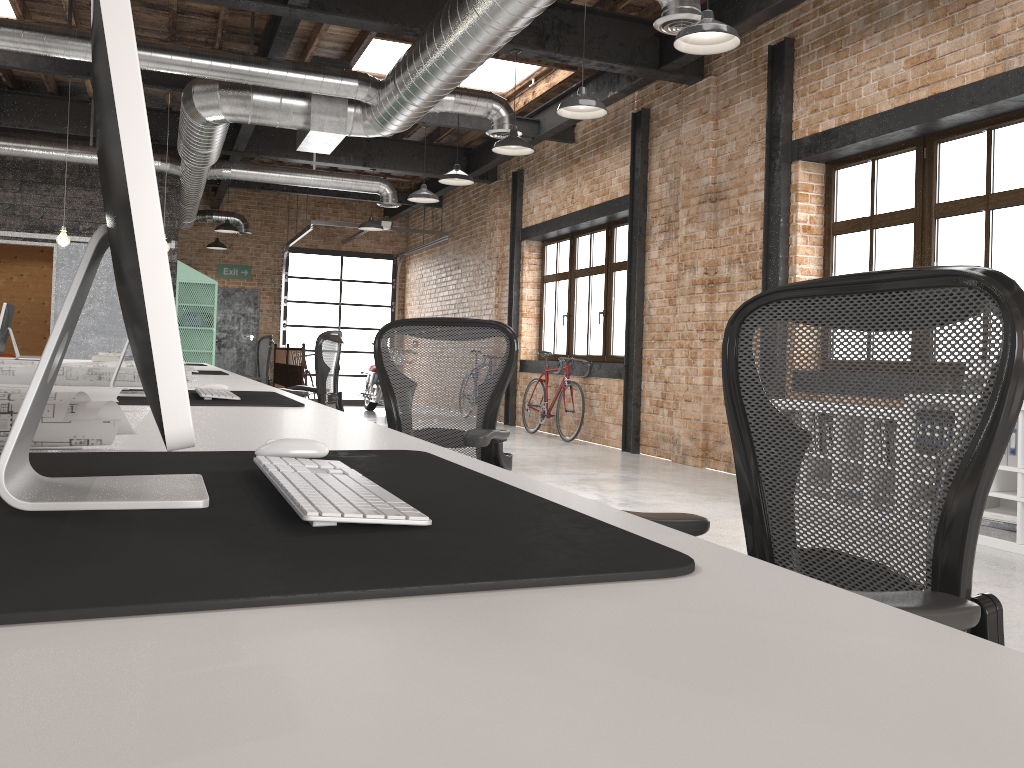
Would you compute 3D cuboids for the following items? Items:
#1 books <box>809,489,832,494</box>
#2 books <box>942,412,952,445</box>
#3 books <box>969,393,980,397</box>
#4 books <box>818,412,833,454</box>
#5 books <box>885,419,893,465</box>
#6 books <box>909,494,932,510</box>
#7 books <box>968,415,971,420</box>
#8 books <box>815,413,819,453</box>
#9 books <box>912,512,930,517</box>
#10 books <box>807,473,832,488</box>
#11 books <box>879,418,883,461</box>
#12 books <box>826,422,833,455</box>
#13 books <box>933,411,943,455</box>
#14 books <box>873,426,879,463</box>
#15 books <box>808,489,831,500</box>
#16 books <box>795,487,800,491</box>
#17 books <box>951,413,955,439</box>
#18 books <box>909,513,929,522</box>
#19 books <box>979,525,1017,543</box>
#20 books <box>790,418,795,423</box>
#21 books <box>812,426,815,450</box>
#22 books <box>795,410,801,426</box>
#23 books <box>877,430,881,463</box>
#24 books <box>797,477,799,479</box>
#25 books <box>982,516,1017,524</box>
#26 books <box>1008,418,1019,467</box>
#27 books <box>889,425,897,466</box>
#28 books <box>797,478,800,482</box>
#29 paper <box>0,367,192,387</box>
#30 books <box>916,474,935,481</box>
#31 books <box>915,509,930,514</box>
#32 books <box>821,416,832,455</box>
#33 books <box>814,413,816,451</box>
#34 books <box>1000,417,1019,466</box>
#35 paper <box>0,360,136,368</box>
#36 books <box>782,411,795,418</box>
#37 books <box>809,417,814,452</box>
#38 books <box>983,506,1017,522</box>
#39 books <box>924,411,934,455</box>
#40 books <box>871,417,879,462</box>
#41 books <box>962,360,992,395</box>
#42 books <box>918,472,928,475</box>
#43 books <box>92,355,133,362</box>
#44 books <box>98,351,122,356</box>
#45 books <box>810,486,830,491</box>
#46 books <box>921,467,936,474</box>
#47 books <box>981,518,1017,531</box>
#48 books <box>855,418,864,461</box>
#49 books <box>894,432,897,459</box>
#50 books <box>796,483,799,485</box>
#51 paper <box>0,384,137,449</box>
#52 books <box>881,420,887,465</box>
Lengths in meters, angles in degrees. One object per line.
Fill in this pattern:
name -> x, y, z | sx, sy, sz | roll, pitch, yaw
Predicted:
books -> 2.215, 0.727, 6.089 | 0.219, 0.034, 0.260 | 1, 2, -22
books -> 2.620, 0.298, 5.168 | 0.232, 0.261, 0.062 | 2, -1, -22
books -> 2.744, 0.070, 4.969 | 0.174, 0.021, 0.273 | 1, 2, -22
books -> 2.248, 0.324, 6.145 | 0.271, 0.355, 0.063 | 2, -1, -17
books -> 2.463, 0.349, 5.559 | 0.271, 0.355, 0.063 | 2, -1, -17
books -> 2.534, 0.708, 5.241 | 0.217, 0.078, 0.291 | 1, 2, -22
books -> 2.688, 0.304, 5.014 | 0.232, 0.261, 0.062 | 2, -1, -22
books -> 2.237, 0.324, 6.173 | 0.259, 0.353, 0.070 | 2, -1, -17
books -> 2.535, 0.763, 5.225 | 0.219, 0.034, 0.260 | 1, 2, -22
books -> 2.215, 0.672, 6.104 | 0.217, 0.078, 0.291 | 1, 2, -22
books -> 2.442, 0.346, 5.608 | 0.258, 0.355, 0.049 | 2, -1, -17
books -> 2.249, 0.384, 6.074 | 0.197, 0.240, 0.058 | 2, -1, -17
books -> 2.596, 0.295, 5.228 | 0.232, 0.261, 0.062 | 2, -1, -22
books -> 2.390, 0.390, 5.640 | 0.182, 0.262, 0.056 | 2, -1, -17
books -> 2.208, 0.753, 6.094 | 0.206, 0.061, 0.274 | 1, 2, -22
books -> 2.115, 0.745, 6.400 | 0.184, 0.049, 0.261 | 1, 2, -21
books -> 2.643, 0.300, 5.108 | 0.232, 0.261, 0.062 | 2, -1, -22
books -> 2.528, 0.789, 5.231 | 0.206, 0.061, 0.274 | 1, 2, -22
books -> 2.713, 0.802, 4.837 | 0.217, 0.072, 0.290 | 1, 2, -22
books -> 2.094, 0.367, 6.484 | 0.197, 0.240, 0.058 | 2, -1, -17
books -> 2.179, 0.378, 6.196 | 0.162, 0.240, 0.054 | 2, -1, -17
books -> 2.168, 0.316, 6.387 | 0.259, 0.351, 0.065 | 2, -1, -17
books -> 2.394, 0.402, 5.609 | 0.162, 0.240, 0.054 | 2, -1, -17
books -> 2.138, 0.656, 6.382 | 0.198, 0.055, 0.240 | 1, 2, -21
books -> 2.718, 0.725, 4.824 | 0.219, 0.039, 0.260 | 1, 2, -22
books -> 2.783, 0.314, 4.774 | 0.232, 0.261, 0.062 | 2, -1, -22
books -> 2.455, 0.385, 5.521 | 0.221, 0.283, 0.061 | 2, -1, -17
books -> 2.132, 0.688, 6.406 | 0.222, 0.055, 0.282 | 1, 2, -21
paper -> -1.818, -0.034, 3.390 | 1.133, 0.082, 0.083 | 1, 1, -27
books -> 2.554, 0.550, 5.192 | 0.206, 0.061, 0.274 | 1, 2, -22
books -> 2.536, 0.745, 5.221 | 0.214, 0.046, 0.251 | 1, 2, -22
books -> 2.240, 0.361, 6.108 | 0.221, 0.283, 0.061 | 2, -1, -17
books -> 2.227, 0.322, 6.195 | 0.258, 0.355, 0.049 | 2, -1, -17
books -> 2.759, 0.312, 4.834 | 0.232, 0.261, 0.062 | 2, -1, -22
paper -> -2.563, -0.092, 4.591 | 1.076, 0.105, 0.975 | 3, 2, 33
books -> 2.085, 0.344, 6.519 | 0.221, 0.283, 0.061 | 2, -1, -17
books -> 2.175, 0.366, 6.227 | 0.182, 0.262, 0.056 | 2, -1, -17
books -> 2.719, 0.707, 4.820 | 0.214, 0.052, 0.252 | 1, 2, -22
books -> 2.572, 0.292, 5.288 | 0.232, 0.261, 0.062 | 2, -1, -22
books -> 2.420, 0.368, 5.690 | 0.258, 0.305, 0.040 | 2, -1, -17
books -> 2.807, -0.040, 5.350 | 0.065, 0.224, 0.161 | 2, 0, -22
books -> 2.560, 0.524, 5.186 | 0.219, 0.034, 0.260 | 1, 2, -22
books -> -2.806, -0.181, 6.222 | 0.193, 0.044, 0.257 | 2, 2, -4
books -> -2.820, -0.212, 6.218 | 0.152, 0.030, 0.185 | 1, 2, -24
books -> 2.217, 0.709, 6.084 | 0.214, 0.046, 0.251 | 1, 2, -22
books -> 2.562, 0.506, 5.182 | 0.214, 0.046, 0.251 | 1, 2, -22
books -> 2.711, 0.751, 4.829 | 0.206, 0.067, 0.275 | 1, 2, -22
books -> 2.383, 0.340, 5.800 | 0.259, 0.351, 0.065 | 2, -1, -17
books -> 2.463, 0.408, 5.487 | 0.197, 0.240, 0.058 | 2, -1, -17
books -> 2.114, 0.716, 6.385 | 0.163, 0.047, 0.239 | 1, 2, -21
paper -> -1.238, 0.038, 1.655 | 0.975, 0.105, 1.076 | 1, 2, -24
books -> 2.452, 0.348, 5.587 | 0.259, 0.353, 0.070 | 2, -1, -17
